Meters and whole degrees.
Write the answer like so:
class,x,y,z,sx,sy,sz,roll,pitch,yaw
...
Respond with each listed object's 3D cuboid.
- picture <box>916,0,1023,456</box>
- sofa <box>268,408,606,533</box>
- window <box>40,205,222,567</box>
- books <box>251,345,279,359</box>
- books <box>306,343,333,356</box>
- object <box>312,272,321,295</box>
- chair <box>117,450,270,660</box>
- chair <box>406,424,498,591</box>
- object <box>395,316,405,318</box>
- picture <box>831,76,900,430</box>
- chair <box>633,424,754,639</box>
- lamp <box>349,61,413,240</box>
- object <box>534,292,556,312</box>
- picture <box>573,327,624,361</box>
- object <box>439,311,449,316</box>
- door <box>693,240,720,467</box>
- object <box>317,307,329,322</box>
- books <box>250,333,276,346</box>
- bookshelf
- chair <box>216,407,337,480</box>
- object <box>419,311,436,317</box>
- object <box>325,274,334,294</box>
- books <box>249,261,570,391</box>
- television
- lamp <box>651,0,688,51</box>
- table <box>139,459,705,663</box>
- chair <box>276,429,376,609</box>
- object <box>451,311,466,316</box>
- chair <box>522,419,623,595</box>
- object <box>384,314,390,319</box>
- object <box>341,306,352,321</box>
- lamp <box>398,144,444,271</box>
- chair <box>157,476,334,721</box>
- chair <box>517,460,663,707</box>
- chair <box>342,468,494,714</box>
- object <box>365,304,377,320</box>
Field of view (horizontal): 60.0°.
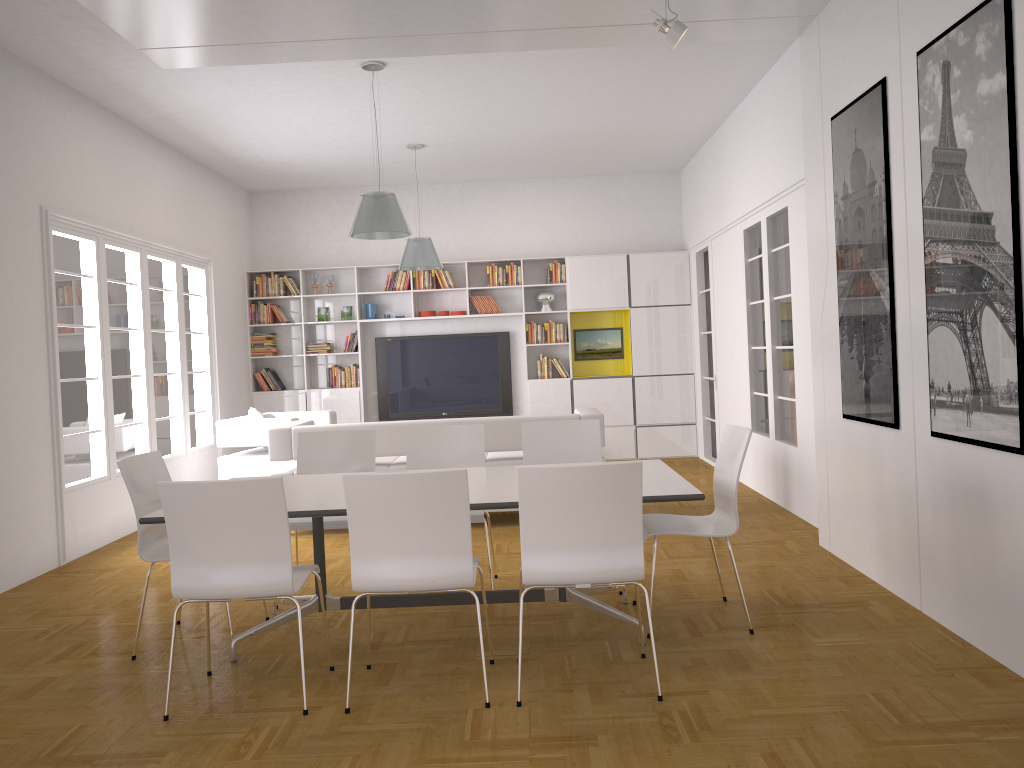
class,x,y,z,sx,sy,sz,roll,pitch,yaw
picture,1.903,-0.631,3.722,0.016,1.779,0.787,-3,1,1
sofa,-0.573,0.689,7.293,2.622,0.848,0.823,-3,1,1
window,-3.265,-0.041,7.863,0.195,2.527,3.352,-3,2,1
books,-3.028,-0.396,10.885,0.284,0.153,0.207,-3,2,1
books,-2.359,-0.426,10.876,0.284,0.153,0.207,-3,2,1
object,-2.391,-1.223,10.881,0.120,0.279,0.179,-2,1,6
chair,-1.589,0.810,4.405,0.575,0.931,0.561,-3,1,1
chair,-0.389,0.729,5.151,0.561,0.931,0.575,-3,1,1
object,-1.368,-0.815,10.839,0.124,0.032,0.123,-3,2,-14
picture,1.919,-0.672,4.864,0.013,1.779,0.787,-3,1,1
chair,0.895,0.692,4.372,0.575,0.931,0.561,-3,1,1
lamp,-0.989,-1.710,6.492,0.464,1.249,0.465,-3,1,0
object,0.405,-0.994,10.822,0.256,0.239,0.257,-2,1,8
picture,1.071,-0.492,10.955,0.609,0.388,0.007,-3,1,1
object,-0.832,-0.854,10.843,0.128,0.073,0.129,-3,2,-3
door,2.196,-0.323,9.922,0.139,2.453,1.009,-3,1,1
object,-2.335,-0.857,10.970,0.144,0.190,0.052,-3,1,1
books,-3.050,-0.544,10.883,0.252,0.153,0.207,-3,2,1
bookshelf,-0.488,-0.248,10.876,5.364,2.479,0.389,-3,1,1
chair,-2.294,0.667,8.820,0.801,0.911,1.097,-2,2,11
object,-1.036,-0.852,10.846,0.211,0.073,0.211,-3,2,-24
object,-2.271,-1.219,10.897,0.179,0.260,0.119,-2,1,21
books,-1.253,-0.713,10.844,3.862,1.455,0.235,-3,1,1
television,-0.836,-0.066,10.948,1.660,1.087,0.082,-3,1,1
lamp,0.876,-2.003,4.837,0.173,0.364,0.167,-2,1,43
table,-0.364,0.856,4.373,2.411,0.722,1.211,-3,2,1
chair,-1.049,0.759,5.160,0.561,0.931,0.575,-3,1,1
object,-0.652,-0.858,10.822,0.182,0.054,0.183,-3,2,-3
chair,0.312,0.698,5.142,0.561,0.931,0.575,-3,1,1
object,-1.525,-0.820,10.841,0.078,0.056,0.078,-2,2,26
object,-2.046,-0.870,10.966,0.144,0.190,0.052,-3,1,1
lamp,-0.957,-1.802,9.034,0.464,1.249,0.465,-3,1,0
chair,-1.081,0.815,3.603,0.561,0.931,0.575,-3,1,1
chair,0.279,0.754,3.585,0.561,0.931,0.575,-3,1,1
chair,-0.381,0.784,3.594,0.561,0.931,0.575,-3,1,1
object,-1.717,-0.880,10.842,0.147,0.192,0.147,-3,1,-10
